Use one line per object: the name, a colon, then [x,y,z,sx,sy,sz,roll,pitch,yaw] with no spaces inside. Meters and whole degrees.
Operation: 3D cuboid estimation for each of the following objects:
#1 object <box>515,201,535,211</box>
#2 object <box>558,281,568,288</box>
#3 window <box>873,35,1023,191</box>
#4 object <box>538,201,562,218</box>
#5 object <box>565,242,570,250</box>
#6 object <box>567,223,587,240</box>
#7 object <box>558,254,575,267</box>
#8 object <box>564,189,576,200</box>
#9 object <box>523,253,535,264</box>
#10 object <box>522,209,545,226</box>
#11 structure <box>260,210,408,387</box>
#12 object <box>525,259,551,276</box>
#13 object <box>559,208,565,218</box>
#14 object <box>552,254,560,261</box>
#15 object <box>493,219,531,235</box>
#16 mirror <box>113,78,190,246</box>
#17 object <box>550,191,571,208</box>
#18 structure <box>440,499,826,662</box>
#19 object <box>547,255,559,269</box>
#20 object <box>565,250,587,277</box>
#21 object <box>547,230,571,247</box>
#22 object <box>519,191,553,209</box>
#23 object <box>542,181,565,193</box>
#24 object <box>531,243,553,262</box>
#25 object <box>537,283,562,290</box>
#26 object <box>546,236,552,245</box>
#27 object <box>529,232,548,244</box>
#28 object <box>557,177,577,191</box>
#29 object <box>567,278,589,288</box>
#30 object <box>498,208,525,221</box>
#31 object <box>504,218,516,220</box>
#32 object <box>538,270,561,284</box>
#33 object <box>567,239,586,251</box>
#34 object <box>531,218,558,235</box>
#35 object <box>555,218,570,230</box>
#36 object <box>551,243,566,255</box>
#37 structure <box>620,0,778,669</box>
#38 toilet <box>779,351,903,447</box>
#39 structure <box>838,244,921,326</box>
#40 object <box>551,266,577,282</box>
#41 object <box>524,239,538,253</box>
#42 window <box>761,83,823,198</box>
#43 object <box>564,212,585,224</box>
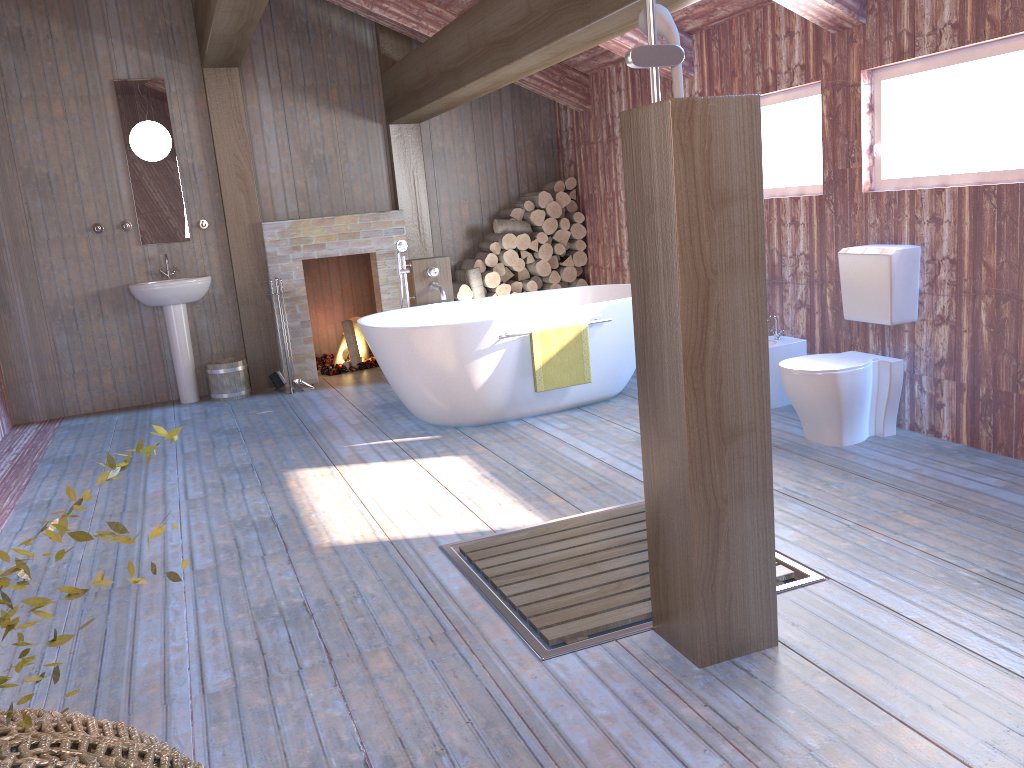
object: [0.106,-1.500,7.480,0.094,0.097,0.227,-9,12,-19]
object: [0.374,-0.858,7.811,0.118,0.106,0.319,-10,12,-22]
window: [2.024,-1.156,3.820,0.054,0.587,1.255,-9,12,-19]
object: [0.265,-1.478,7.558,0.141,0.143,0.437,-10,12,-21]
object: [0.431,-1.206,7.716,0.088,0.092,0.280,-9,12,-19]
object: [0.484,-1.324,7.673,0.147,0.152,0.439,-9,12,-19]
object: [0.399,-1.072,7.677,0.115,0.112,0.423,-9,12,-19]
object: [0.457,-1.632,7.663,0.081,0.100,0.281,-9,12,-20]
object: [0.109,-1.081,7.566,0.085,0.096,0.280,-9,12,-19]
object: [0.135,-1.414,7.536,0.139,0.148,0.458,-9,12,-19]
structure: [-1.384,-0.699,7.233,1.130,1.330,0.226,-9,12,-20]
object: [0.178,-1.000,7.602,0.141,0.143,0.437,-10,12,-21]
object: [0.345,-1.474,7.699,0.132,0.119,0.319,-9,12,-18]
object: [0.348,-1.088,7.641,0.065,0.069,0.177,-10,12,-20]
object: [-0.001,-1.304,7.371,0.302,0.157,0.121,-9,12,-19]
mirror: [-2.689,-1.656,6.639,0.350,1.199,0.009,-9,12,-20]
object: [0.351,-1.572,7.597,0.133,0.142,0.456,-9,12,-19]
structure: [0.367,0.651,3.140,1.000,0.067,1.000,-9,12,-20]
object: [0.287,-1.052,7.622,0.111,0.118,0.302,-10,12,-20]
object: [0.506,-1.047,7.734,0.137,0.256,0.439,-9,12,-19]
object: [0.339,-1.258,7.654,0.172,0.151,0.482,-9,12,-19]
object: [0.202,-1.562,7.539,0.135,0.139,0.456,-9,12,-19]
object: [0.355,-1.673,7.598,0.104,0.121,0.270,-9,12,-19]
object: [0.206,-1.128,7.593,0.136,0.157,0.439,-9,12,-19]
object: [0.315,-0.820,7.655,0.116,0.117,0.289,-10,12,-22]
object: [0.256,-1.212,7.574,0.095,0.090,0.278,-9,12,-18]
object: [0.175,-1.250,7.556,0.102,0.109,0.438,-9,12,-19]
object: [0.451,-1.713,7.631,0.112,0.113,0.271,-9,12,-20]
object: [0.509,-0.865,7.777,0.139,0.137,0.455,-10,12,-21]
object: [-0.006,-1.434,7.563,0.140,0.121,0.319,-9,12,-18]
object: [-0.048,-1.343,7.561,0.113,0.130,0.291,-9,12,-19]
object: [0.302,-0.926,7.637,0.114,0.113,0.301,-10,12,-22]
object: [0.505,-1.209,7.696,0.102,0.109,0.438,-9,12,-19]
object: [0.240,-1.339,7.571,0.143,0.151,0.440,-9,12,-19]
object: [0.369,-1.373,7.614,0.089,0.106,0.437,-9,12,-19]
object: [0.325,-1.169,7.630,0.102,0.109,0.438,-9,12,-19]
structure: [0.481,-0.356,2.426,0.328,2.209,0.522,-5,11,1]
toilet: [1.564,0.078,4.316,0.534,0.400,0.375,-9,12,-19]
structure: [1.774,-0.485,4.297,0.182,0.363,0.358,-9,12,-19]
object: [0.407,-0.959,7.707,0.137,0.133,0.437,-10,12,-21]
object: [0.099,-1.167,7.540,0.109,0.124,0.424,-10,12,-20]
window: [1.490,-1.398,5.251,0.054,0.587,1.255,-9,12,-19]
object: [0.488,-1.436,7.651,0.102,0.109,0.438,-9,12,-19]
